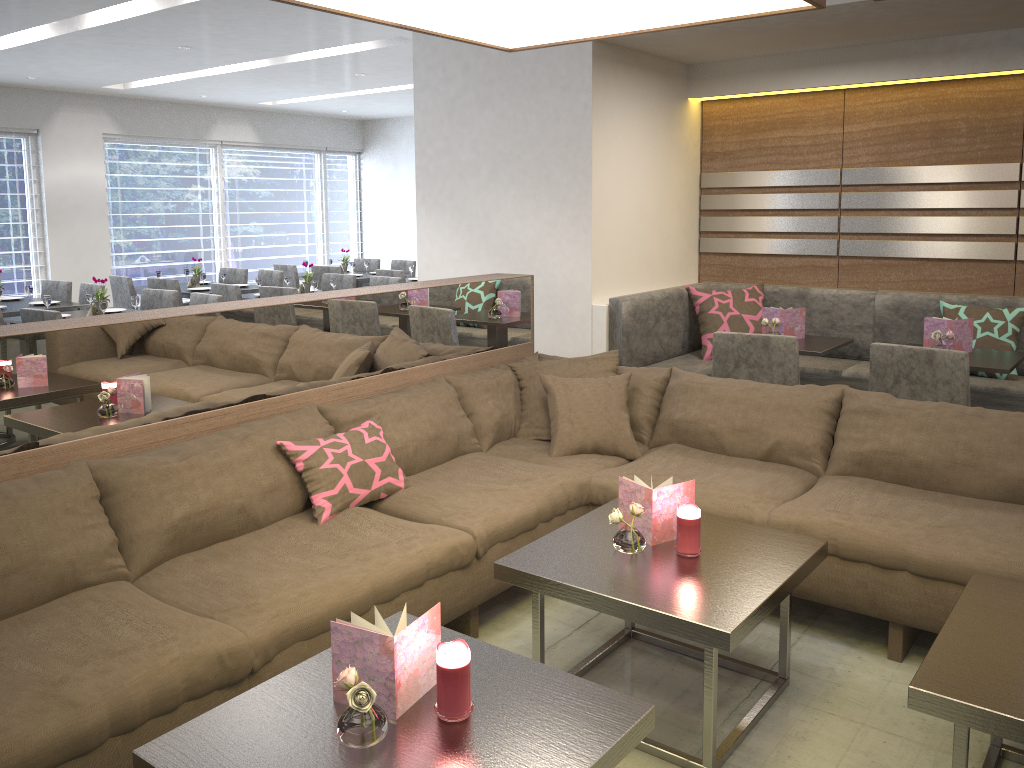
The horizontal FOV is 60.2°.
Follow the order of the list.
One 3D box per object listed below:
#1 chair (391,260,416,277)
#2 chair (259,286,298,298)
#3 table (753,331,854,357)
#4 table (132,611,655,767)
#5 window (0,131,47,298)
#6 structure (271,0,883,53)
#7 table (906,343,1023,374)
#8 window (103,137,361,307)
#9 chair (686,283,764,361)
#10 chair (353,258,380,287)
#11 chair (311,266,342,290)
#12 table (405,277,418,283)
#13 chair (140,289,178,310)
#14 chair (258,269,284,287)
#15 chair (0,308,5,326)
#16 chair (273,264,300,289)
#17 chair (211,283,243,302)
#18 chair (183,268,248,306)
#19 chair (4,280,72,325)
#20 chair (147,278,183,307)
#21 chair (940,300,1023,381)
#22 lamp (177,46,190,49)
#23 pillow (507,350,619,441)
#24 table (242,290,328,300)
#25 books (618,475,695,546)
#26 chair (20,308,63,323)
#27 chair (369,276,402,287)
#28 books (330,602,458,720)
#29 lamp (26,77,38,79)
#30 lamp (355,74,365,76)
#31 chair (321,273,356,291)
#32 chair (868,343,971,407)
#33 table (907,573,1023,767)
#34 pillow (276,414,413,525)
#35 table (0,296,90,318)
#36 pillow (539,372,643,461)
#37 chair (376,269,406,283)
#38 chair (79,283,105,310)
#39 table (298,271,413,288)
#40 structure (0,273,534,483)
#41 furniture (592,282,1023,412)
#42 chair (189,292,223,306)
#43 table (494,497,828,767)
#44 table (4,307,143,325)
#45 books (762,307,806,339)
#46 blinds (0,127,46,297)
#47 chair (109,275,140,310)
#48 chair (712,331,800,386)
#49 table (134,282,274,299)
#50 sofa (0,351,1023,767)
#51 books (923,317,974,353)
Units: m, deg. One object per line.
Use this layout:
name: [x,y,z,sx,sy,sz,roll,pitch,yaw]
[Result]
chair: [-1.335,-0.951,9.583,0.479,0.754,0.495,7,11,42]
chair: [-1.604,-0.380,6.751,0.478,0.754,0.496,5,10,32]
table: [1.380,0.105,4.469,0.508,0.648,0.509,6,11,37]
table: [-0.191,0.816,1.607,0.660,0.408,0.663,7,13,37]
window: [-6.855,-0.897,6.016,0.159,2.050,7.158,5,12,37]
structure: [0.225,-1.183,1.518,2.456,0.612,2.461,8,14,36]
table: [1.991,0.192,4.010,0.508,0.648,0.509,6,11,37]
window: [-3.234,-1.882,10.761,0.159,2.051,3.688,5,11,37]
chair: [1.286,-0.361,5.137,0.491,0.423,0.298,-2,9,-9]
chair: [-1.765,-1.014,9.917,0.478,0.754,0.496,5,10,32]
chair: [-1.740,-0.844,9.069,0.478,0.754,0.496,5,10,32]
table: [-0.550,-0.691,8.567,1.194,0.628,0.783,7,12,37]
chair: [-2.661,-0.269,6.246,0.478,0.754,0.496,5,10,32]
chair: [-2.409,-0.659,8.175,0.479,0.754,0.495,7,11,42]
chair: [-3.091,-0.149,5.668,0.479,0.754,0.495,7,11,42]
chair: [-2.195,-0.895,9.340,0.479,0.754,0.495,7,11,42]
chair: [-2.059,-0.430,7.021,0.479,0.754,0.495,7,11,42]
chair: [-2.839,-0.722,8.509,0.478,0.754,0.496,5,10,32]
chair: [-3.871,-0.441,7.156,0.478,0.754,0.496,5,10,32]
chair: [-2.814,-0.552,7.661,0.478,0.754,0.496,5,10,32]
chair: [2.382,-0.214,4.513,0.428,0.391,0.220,7,11,38]
lamp: [-2.382,-2.440,6.418,0.089,0.007,0.090,-2,11,-8]
pillow: [0.233,0.063,3.634,0.526,0.390,0.295,1,9,6]
table: [-1.624,-0.399,7.159,1.194,0.628,0.783,7,12,37]
books: [0.409,0.346,2.503,0.158,0.163,0.144,-6,11,-32]
chair: [-2.636,-0.099,5.398,0.478,0.754,0.496,5,10,32]
chair: [-1.199,-0.487,7.265,0.479,0.754,0.495,7,11,42]
books: [-0.209,0.520,1.664,0.258,0.163,0.144,0,9,1]
lamp: [-4.245,-2.705,7.820,0.089,0.007,0.090,-2,11,-8]
lamp: [-1.337,-2.724,7.786,0.089,0.007,0.090,-2,11,-8]
chair: [-1.628,-0.550,7.598,0.478,0.754,0.496,5,10,32]
chair: [1.788,0.191,3.756,0.479,0.754,0.495,7,11,43]
table: [1.225,0.766,1.789,0.660,0.408,0.663,7,13,37]
pillow: [-0.524,0.266,2.842,0.181,0.250,0.467,5,12,32]
table: [-3.867,-0.290,6.718,1.194,0.628,0.783,7,12,37]
pillow: [0.308,0.130,3.442,0.380,0.319,0.237,-2,9,-8]
chair: [-0.984,-0.723,8.429,0.479,0.754,0.495,7,11,42]
chair: [-3.441,-0.378,6.823,0.479,0.754,0.495,7,11,42]
table: [-1.760,-0.863,9.478,1.194,0.628,0.783,7,12,37]
structure: [-1.117,0.269,2.873,0.224,0.997,3.803,5,12,37]
furniture: [2.167,0.420,2.362,5.670,0.844,4.290,8,14,36]
chair: [-2.231,-0.206,5.912,0.479,0.754,0.495,7,11,42]
table: [0.413,0.651,2.399,0.660,0.408,0.663,7,13,37]
table: [-2.657,-0.118,5.807,1.194,0.628,0.783,7,12,37]
books: [1.389,-0.311,4.523,0.158,0.163,0.144,-6,11,-32]
blinds: [-6.778,-0.909,5.942,0.045,2.020,7.153,5,12,37]
chair: [-3.269,-0.602,7.932,0.479,0.754,0.495,7,11,42]
chair: [1.196,0.110,4.186,0.478,0.754,0.496,4,10,29]
table: [-2.835,-0.571,8.070,1.194,0.628,0.783,7,12,37]
sofa: [0.247,0.631,1.855,3.192,0.668,3.796,8,14,36]
books: [2.004,-0.224,4.061,0.158,0.163,0.144,-6,11,-32]
